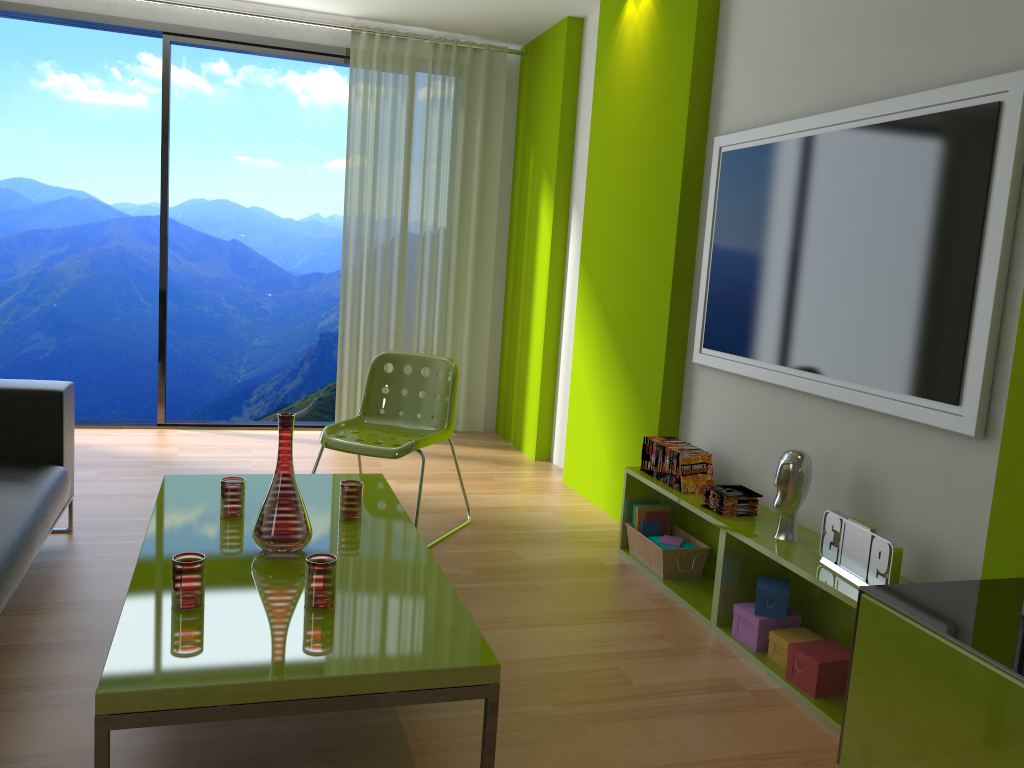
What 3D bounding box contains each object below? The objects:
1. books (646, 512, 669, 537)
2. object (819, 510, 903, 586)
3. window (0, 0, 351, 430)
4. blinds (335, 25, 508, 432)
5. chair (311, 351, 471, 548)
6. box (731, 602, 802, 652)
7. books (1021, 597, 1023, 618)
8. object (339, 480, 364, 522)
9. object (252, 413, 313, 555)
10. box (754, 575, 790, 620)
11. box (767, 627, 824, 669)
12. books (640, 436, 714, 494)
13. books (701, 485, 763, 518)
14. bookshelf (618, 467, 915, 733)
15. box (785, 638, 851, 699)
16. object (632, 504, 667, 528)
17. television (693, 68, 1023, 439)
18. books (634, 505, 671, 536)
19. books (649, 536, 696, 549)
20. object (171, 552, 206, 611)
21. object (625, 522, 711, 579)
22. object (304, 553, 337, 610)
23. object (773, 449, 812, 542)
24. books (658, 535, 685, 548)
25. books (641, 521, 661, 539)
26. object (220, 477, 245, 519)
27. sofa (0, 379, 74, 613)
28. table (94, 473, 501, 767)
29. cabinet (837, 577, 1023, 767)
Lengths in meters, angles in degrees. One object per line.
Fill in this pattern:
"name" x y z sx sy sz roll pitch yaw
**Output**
"books" 0.614 0.632 3.752 0.105 0.182 0.031 1 8 -17
"object" 0.991 0.482 2.537 0.047 0.176 0.340 2 8 -12
"window" -1.984 -0.940 5.654 3.336 2.498 0.219 1 8 -17
"blinds" -0.605 -0.954 5.841 1.012 2.568 0.067 1 8 -17
"chair" -0.546 0.259 3.962 0.640 0.759 0.546 7 8 21
"box" 0.844 0.805 2.949 0.202 0.116 0.135 1 9 -22
"books" 1.108 0.377 1.789 0.163 0.201 0.025 1 8 -17
"object" -0.525 0.382 2.895 0.076 0.122 0.075 6 8 17
"object" -0.650 0.282 2.528 0.168 0.400 0.168 -1 9 -31
"box" 0.859 0.704 2.929 0.102 0.093 0.138 6 8 17
"box" 0.900 0.840 2.811 0.169 0.093 0.102 1 9 -22
"books" 0.670 0.323 3.580 0.147 0.150 0.370 1 8 -17
"books" 0.787 0.418 3.199 0.164 0.078 0.172 1 8 -19
"bookshelf" 0.855 0.668 3.094 0.306 0.378 1.630 1 8 -17
"box" 0.934 0.853 2.656 0.202 0.116 0.135 1 9 -22
"object" 0.590 0.616 3.791 0.158 0.200 0.040 1 8 -17
"television" 1.036 -0.437 2.989 0.028 0.941 1.537 1 8 -17
"books" 0.597 0.618 3.768 0.158 0.202 0.051 1 8 -17
"books" 0.655 0.656 3.582 0.143 0.025 0.182 1 8 -17
"object" -0.774 0.473 2.121 0.076 0.122 0.075 6 8 17
"object" 0.630 0.682 3.648 0.213 0.129 0.367 1 8 -17
"object" -0.470 0.486 2.178 0.075 0.122 0.076 10 10 38
"object" 0.913 0.364 2.891 0.107 0.305 0.107 10 10 38
"books" 0.649 0.637 3.597 0.087 0.008 0.110 7 9 22
"books" 0.582 0.650 3.730 0.086 0.148 0.025 1 8 -17
"object" -0.894 0.365 2.838 0.076 0.122 0.075 6 8 17
"sofa" -1.858 0.470 2.249 1.061 0.639 2.583 1 8 -17
"table" -0.666 0.644 2.628 0.810 0.349 1.682 1 8 -17
"cabinet" 1.432 0.987 0.407 0.547 0.593 3.384 1 8 -17
